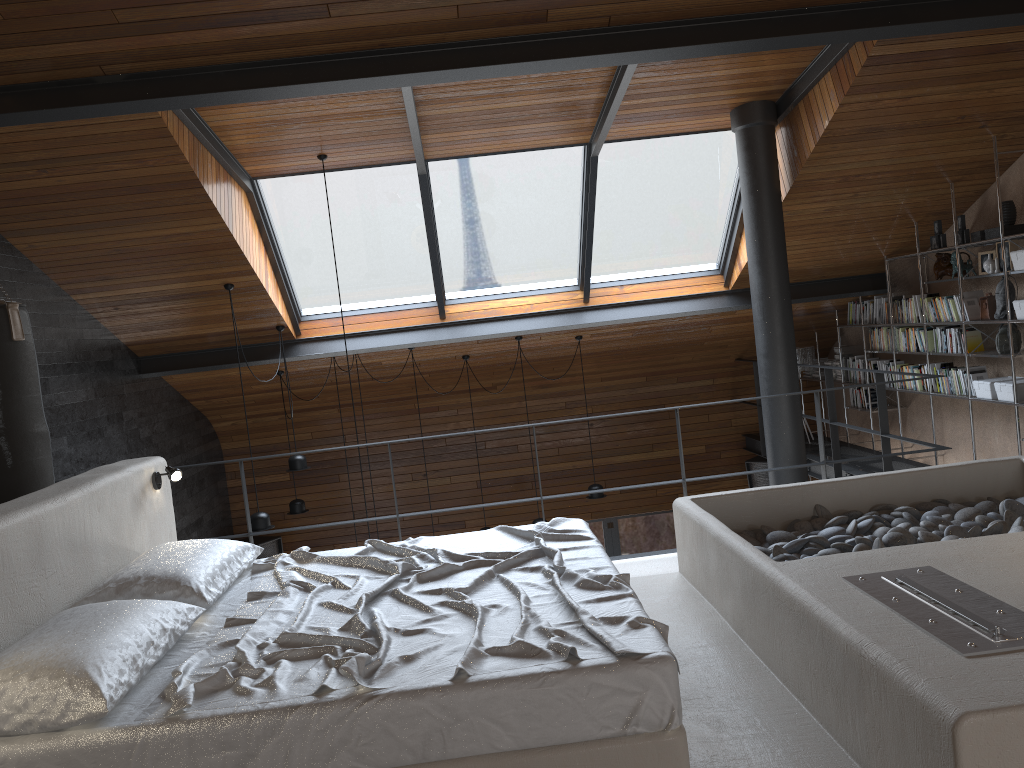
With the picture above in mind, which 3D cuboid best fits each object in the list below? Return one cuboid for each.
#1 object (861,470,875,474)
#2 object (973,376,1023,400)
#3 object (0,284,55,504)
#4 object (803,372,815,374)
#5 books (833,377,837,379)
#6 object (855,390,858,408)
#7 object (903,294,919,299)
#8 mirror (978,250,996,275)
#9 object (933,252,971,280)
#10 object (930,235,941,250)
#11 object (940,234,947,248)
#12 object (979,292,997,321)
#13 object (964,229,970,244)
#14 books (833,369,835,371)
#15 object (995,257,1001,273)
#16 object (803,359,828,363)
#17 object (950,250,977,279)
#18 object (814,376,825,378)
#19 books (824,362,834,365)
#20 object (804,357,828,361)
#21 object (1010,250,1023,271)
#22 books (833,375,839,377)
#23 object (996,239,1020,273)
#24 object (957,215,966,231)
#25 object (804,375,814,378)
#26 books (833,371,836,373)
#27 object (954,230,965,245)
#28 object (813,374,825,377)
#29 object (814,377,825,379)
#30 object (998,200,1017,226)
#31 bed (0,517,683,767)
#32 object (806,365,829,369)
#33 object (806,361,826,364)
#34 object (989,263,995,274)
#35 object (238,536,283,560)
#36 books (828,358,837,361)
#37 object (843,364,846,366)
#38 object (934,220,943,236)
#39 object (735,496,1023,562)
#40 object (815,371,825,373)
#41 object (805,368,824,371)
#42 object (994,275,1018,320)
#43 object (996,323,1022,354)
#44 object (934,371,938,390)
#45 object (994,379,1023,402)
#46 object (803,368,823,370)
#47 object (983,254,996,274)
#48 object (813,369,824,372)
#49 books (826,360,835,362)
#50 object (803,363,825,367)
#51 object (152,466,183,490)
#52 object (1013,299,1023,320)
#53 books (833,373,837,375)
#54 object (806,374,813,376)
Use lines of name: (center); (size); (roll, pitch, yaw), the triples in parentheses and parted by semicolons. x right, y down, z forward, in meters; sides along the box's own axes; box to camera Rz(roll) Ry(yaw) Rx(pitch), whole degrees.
object: (3.687, 1.309, 9.251); (0.305, 0.840, 0.237); (-7, 3, -1)
object: (3.631, 0.029, 6.596); (0.295, 0.136, 0.228); (-7, 3, -3)
object: (-2.629, 0.074, 4.525); (0.445, 1.603, 0.442); (-5, 4, 25)
object: (3.430, -0.138, 9.997); (0.243, 0.012, 0.159); (-7, 3, -3)
books: (3.497, -0.078, 9.409); (0.234, 0.016, 0.182); (-7, 3, -8)
object: (3.486, 0.143, 8.849); (0.111, 0.174, 0.011); (-7, 3, -3)
object: (3.489, -0.659, 7.726); (0.146, 0.240, 0.023); (-7, 3, -3)
mirror: (3.547, -0.902, 6.592); (0.069, 0.168, 0.130); (-9, 4, -33)
object: (3.498, -0.948, 7.052); (0.278, 0.222, 0.138); (-3, 5, 43)
object: (3.417, -1.137, 7.149); (0.029, 0.117, 0.086); (-8, 3, -17)
object: (3.432, -1.133, 7.052); (0.029, 0.117, 0.086); (-5, 3, 17)
object: (3.553, -0.580, 6.607); (0.227, 0.202, 0.082); (-9, 4, -41)
object: (3.493, -1.128, 6.807); (0.029, 0.117, 0.086); (-5, 4, 22)
books: (3.493, -0.159, 9.392); (0.234, 0.016, 0.182); (-7, 3, -13)
object: (3.457, -0.847, 6.319); (0.037, 0.114, 0.037); (-8, 3, -17)
object: (3.414, -0.262, 9.991); (0.246, 0.016, 0.182); (-7, 3, -3)
object: (3.485, -0.931, 6.850); (0.197, 0.220, 0.102); (-8, 3, -19)
object: (3.465, -0.090, 9.745); (0.226, 0.012, 0.159); (-7, 3, -3)
books: (3.478, -0.232, 9.403); (0.268, 0.025, 0.176); (-7, 3, -3)
object: (3.412, -0.279, 10.001); (0.246, 0.016, 0.182); (-7, 3, -3)
object: (3.564, -0.850, 5.977); (0.295, 0.136, 0.228); (-7, 3, -3)
books: (3.496, -0.097, 9.413); (0.222, 0.021, 0.174); (-7, 3, -3)
object: (3.511, -0.903, 6.279); (0.062, 0.219, 0.157); (-7, 3, -3)
object: (3.473, -1.245, 6.849); (0.029, 0.114, 0.084); (-6, 3, 9)
object: (3.436, -0.096, 9.999); (0.234, 0.025, 0.176); (-7, 3, -3)
books: (3.495, -0.144, 9.394); (0.234, 0.016, 0.182); (-6, 3, 2)
object: (3.485, -1.133, 6.904); (0.029, 0.117, 0.086); (-7, 3, -12)
object: (3.461, -0.108, 9.734); (0.262, 0.025, 0.176); (-7, 3, -3)
object: (3.451, -0.075, 9.741); (0.201, 0.012, 0.161); (-7, 3, -3)
object: (3.519, -1.209, 6.295); (0.115, 0.177, 0.115); (-5, 4, 22)
bed: (-0.557, 0.949, 3.148); (2.011, 0.484, 1.826); (-7, 3, -3)
object: (3.423, -0.197, 9.978); (0.246, 0.016, 0.182); (-7, 3, -3)
object: (3.424, -0.245, 9.992); (0.233, 0.021, 0.174); (-7, 3, -3)
object: (3.446, -0.830, 6.370); (0.037, 0.077, 0.037); (-8, 3, -17)
object: (-2.732, 2.864, 9.693); (0.686, 2.298, 0.640); (-4, 4, 35)
books: (3.486, -0.266, 9.408); (0.206, 0.012, 0.161); (-7, 3, -3)
object: (3.486, -0.208, 9.111); (0.217, 0.013, 0.161); (-7, 3, -3)
object: (3.408, -1.250, 7.093); (0.029, 0.114, 0.084); (-6, 3, 4)
object: (1.788, 0.701, 3.825); (1.842, 0.246, 1.436); (-7, 3, -3)
object: (3.462, -0.139, 9.717); (0.228, 0.016, 0.182); (-7, 3, -3)
object: (3.438, -0.167, 9.994); (0.224, 0.017, 0.167); (-7, 3, -3)
object: (3.544, -0.612, 6.374); (0.157, 0.339, 0.229); (-5, 4, 24)
object: (3.613, -0.349, 6.458); (0.166, 0.240, 0.390); (-5, 4, 30)
object: (3.562, -0.031, 7.317); (0.131, 0.180, 0.042); (-7, 3, -3)
object: (3.646, 0.043, 6.329); (0.295, 0.136, 0.228); (-7, 3, -3)
object: (3.424, -0.181, 9.978); (0.246, 0.016, 0.182); (-7, 3, -3)
object: (3.493, -0.878, 6.478); (0.091, 0.146, 0.091); (-5, 4, 31)
object: (3.436, -0.153, 9.739); (0.203, 0.013, 0.161); (-7, 3, -3)
books: (3.472, -0.251, 9.412); (0.231, 0.012, 0.159); (-6, 3, 2)
object: (3.417, -0.219, 9.977); (0.252, 0.028, 0.180); (-7, 3, -3)
object: (-1.615, 0.439, 4.123); (0.165, 0.106, 0.085); (-5, 4, 25)
object: (3.597, -0.518, 6.002); (0.295, 0.136, 0.228); (-7, 3, -3)
books: (3.490, -0.121, 9.410); (0.240, 0.028, 0.180); (-7, 3, -13)
object: (3.448, -0.115, 9.999); (0.216, 0.013, 0.161); (-7, 3, -3)
